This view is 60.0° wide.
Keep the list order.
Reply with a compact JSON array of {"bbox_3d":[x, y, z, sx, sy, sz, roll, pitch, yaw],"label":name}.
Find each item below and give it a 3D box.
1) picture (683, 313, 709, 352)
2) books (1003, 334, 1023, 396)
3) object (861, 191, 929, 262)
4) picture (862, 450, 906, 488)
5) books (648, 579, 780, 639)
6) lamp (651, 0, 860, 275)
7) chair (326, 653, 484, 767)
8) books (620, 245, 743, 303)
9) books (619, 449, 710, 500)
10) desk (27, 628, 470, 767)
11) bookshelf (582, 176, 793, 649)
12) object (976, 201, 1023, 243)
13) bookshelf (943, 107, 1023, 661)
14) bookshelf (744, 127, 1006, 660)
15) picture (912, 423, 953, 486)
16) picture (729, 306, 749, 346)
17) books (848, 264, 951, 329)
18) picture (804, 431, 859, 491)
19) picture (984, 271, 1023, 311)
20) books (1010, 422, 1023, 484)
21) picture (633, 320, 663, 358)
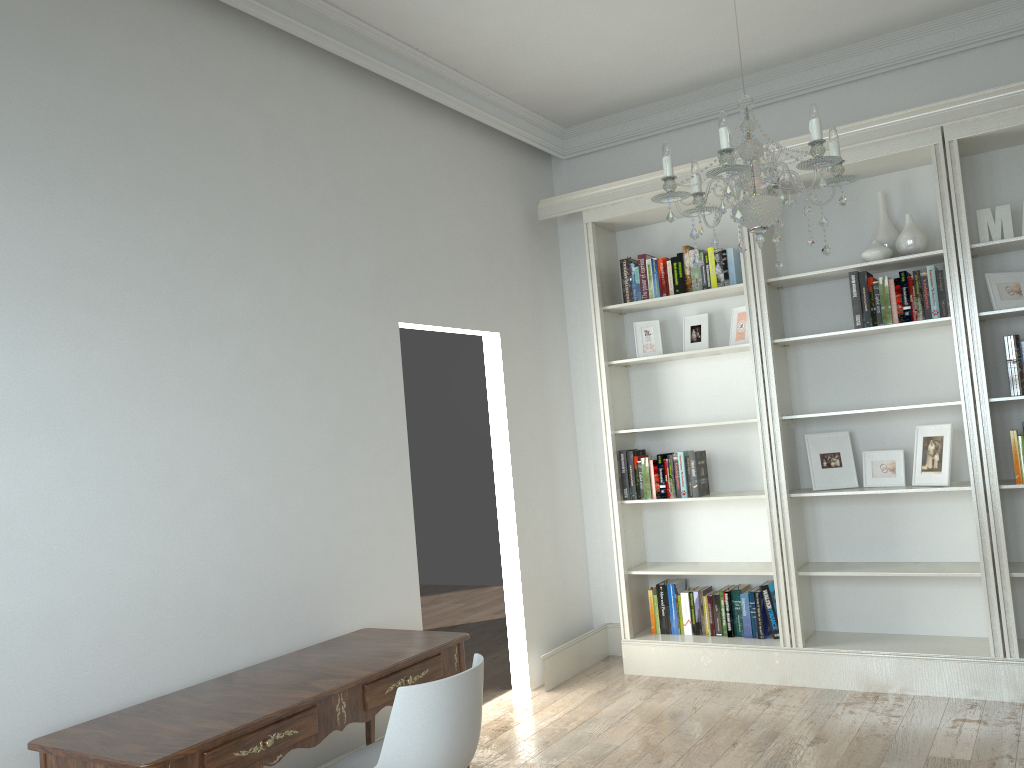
[{"bbox_3d":[1.077,-0.292,5.174,0.153,0.228,0.094,-7,-4,32],"label":"picture"},{"bbox_3d":[2.659,-0.127,4.060,0.691,0.301,0.201,-7,-4,33],"label":"books"},{"bbox_3d":[1.950,-0.816,4.566,0.319,0.397,0.316,-6,-4,21],"label":"object"},{"bbox_3d":[1.944,0.439,4.625,0.206,0.192,0.124,-7,-4,32],"label":"picture"},{"bbox_3d":[1.173,1.267,5.056,0.762,0.302,0.207,-7,-4,33],"label":"books"},{"bbox_3d":[0.668,-1.643,2.834,0.648,2.542,0.577,-5,-4,2],"label":"lamp"},{"bbox_3d":[-0.316,1.247,2.790,0.514,0.715,0.478,-7,-4,31],"label":"chair"},{"bbox_3d":[0.992,-0.647,5.205,0.691,0.301,0.201,-7,-4,33],"label":"books"},{"bbox_3d":[0.887,0.514,5.163,0.465,0.291,0.205,-7,-4,32],"label":"books"},{"bbox_3d":[-0.734,1.317,2.940,0.555,0.668,1.443,-7,-4,32],"label":"desk"},{"bbox_3d":[1.036,0.178,5.093,0.972,2.523,0.399,-7,-4,32],"label":"bookshelf"},{"bbox_3d":[2.602,-0.796,4.106,0.790,0.180,0.034,-7,-4,32],"label":"object"},{"bbox_3d":[2.679,-0.028,4.074,0.972,2.523,0.399,-7,-4,32],"label":"bookshelf"},{"bbox_3d":[1.857,0.075,4.584,0.972,2.523,0.399,-7,-4,32],"label":"bookshelf"},{"bbox_3d":[2.107,0.353,4.423,0.124,0.300,0.202,-3,-4,-28],"label":"picture"},{"bbox_3d":[1.292,-0.323,4.962,0.094,0.228,0.153,-3,-4,-33],"label":"picture"},{"bbox_3d":[1.969,-0.446,4.458,0.465,0.291,0.205,-7,-4,32],"label":"books"},{"bbox_3d":[1.697,0.408,4.729,0.231,0.300,0.127,-5,-4,7],"label":"picture"},{"bbox_3d":[2.374,-0.442,4.259,0.206,0.192,0.124,-5,-4,-3],"label":"picture"},{"bbox_3d":[2.708,0.280,4.021,0.762,0.302,0.207,-7,-4,33],"label":"books"},{"bbox_3d":[0.808,-0.263,5.263,0.153,0.228,0.094,-5,-4,7],"label":"picture"}]
